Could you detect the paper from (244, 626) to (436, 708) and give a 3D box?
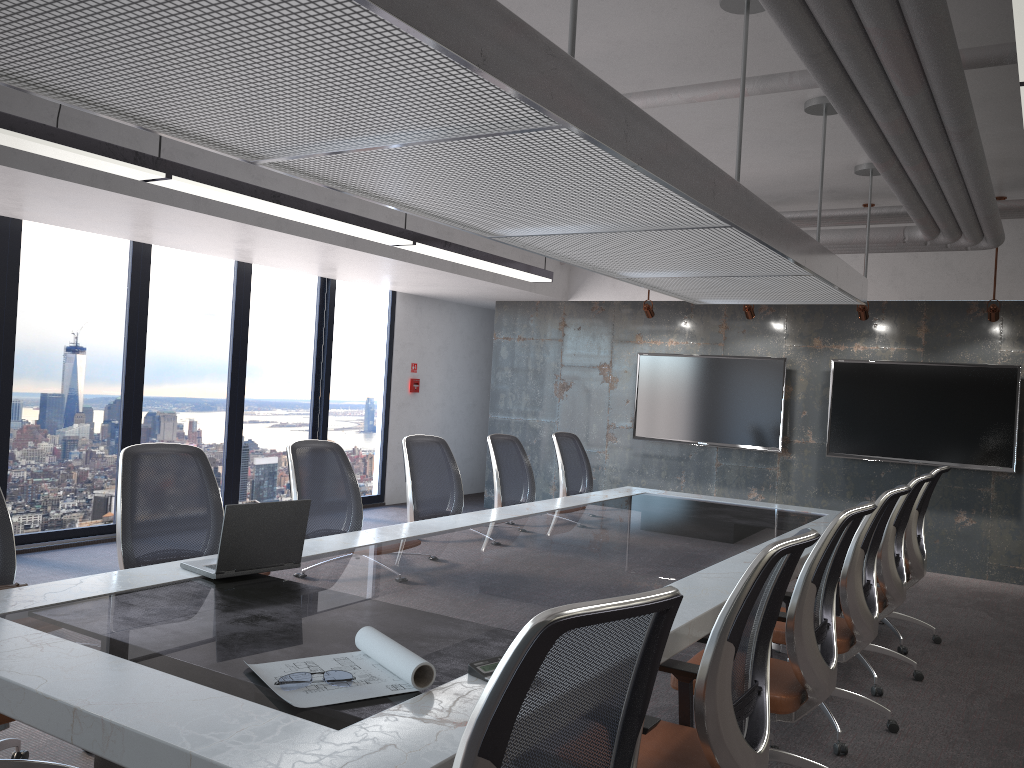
[{"bbox_3d":[-0.444,0.714,2.265,0.379,0.069,0.348,3,0,-33],"label":"paper"}]

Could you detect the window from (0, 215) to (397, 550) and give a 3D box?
[{"bbox_3d":[-3.885,-0.048,6.714,0.121,2.670,9.225,3,0,31],"label":"window"}]

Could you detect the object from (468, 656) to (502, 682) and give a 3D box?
[{"bbox_3d":[-0.019,0.757,2.329,0.126,0.026,0.161,3,0,-44],"label":"object"}]

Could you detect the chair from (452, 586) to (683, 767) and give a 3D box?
[{"bbox_3d":[-0.089,0.934,1.814,0.828,1.166,0.789,3,0,11],"label":"chair"}]

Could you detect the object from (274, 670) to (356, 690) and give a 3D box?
[{"bbox_3d":[-0.479,0.727,2.183,0.200,0.036,0.049,3,0,-22],"label":"object"}]

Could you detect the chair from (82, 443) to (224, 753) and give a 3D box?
[{"bbox_3d":[-1.342,0.865,3.788,0.828,1.166,0.789,3,0,6],"label":"chair"}]

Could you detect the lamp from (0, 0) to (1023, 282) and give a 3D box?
[{"bbox_3d":[0.418,-1.358,4.317,4.126,0.908,6.097,3,0,31],"label":"lamp"}]

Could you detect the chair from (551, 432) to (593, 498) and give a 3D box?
[{"bbox_3d":[0.683,0.987,6.994,0.828,1.166,0.789,3,0,-5],"label":"chair"}]

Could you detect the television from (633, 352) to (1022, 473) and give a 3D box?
[{"bbox_3d":[2.939,0.222,8.834,3.667,0.960,0.101,3,0,31],"label":"television"}]

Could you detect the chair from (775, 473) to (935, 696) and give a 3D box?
[{"bbox_3d":[1.919,1.055,5.025,0.828,1.166,0.789,3,0,-5],"label":"chair"}]

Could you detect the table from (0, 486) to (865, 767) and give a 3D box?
[{"bbox_3d":[0.310,1.166,4.392,1.898,0.745,5.498,3,0,31],"label":"table"}]

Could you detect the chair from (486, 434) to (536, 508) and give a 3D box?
[{"bbox_3d":[0.191,0.957,6.184,0.828,1.166,0.789,3,0,-5],"label":"chair"}]

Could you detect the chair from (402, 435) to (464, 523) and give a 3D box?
[{"bbox_3d":[-0.323,0.927,5.508,0.828,1.166,0.789,3,0,1],"label":"chair"}]

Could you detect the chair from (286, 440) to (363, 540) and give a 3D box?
[{"bbox_3d":[-0.792,0.898,4.565,0.828,1.166,0.789,3,0,-5],"label":"chair"}]

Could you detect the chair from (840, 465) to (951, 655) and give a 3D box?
[{"bbox_3d":[2.410,1.085,5.835,0.828,1.166,0.789,3,0,-5],"label":"chair"}]

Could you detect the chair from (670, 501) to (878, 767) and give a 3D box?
[{"bbox_3d":[0.936,0.996,3.406,0.828,1.166,0.789,3,0,-5],"label":"chair"}]

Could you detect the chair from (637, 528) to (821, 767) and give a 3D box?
[{"bbox_3d":[0.444,0.966,2.596,0.828,1.166,0.789,3,0,-5],"label":"chair"}]

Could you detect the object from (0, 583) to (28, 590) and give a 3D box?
[{"bbox_3d":[-1.819,0.805,2.964,0.138,0.308,0.378,3,0,42],"label":"object"}]

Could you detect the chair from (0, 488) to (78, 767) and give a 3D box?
[{"bbox_3d":[-1.775,0.839,2.945,0.828,1.166,0.789,3,0,-5],"label":"chair"}]

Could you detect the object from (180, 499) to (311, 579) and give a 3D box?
[{"bbox_3d":[-1.024,0.574,3.417,0.308,0.277,0.366,3,0,42],"label":"object"}]

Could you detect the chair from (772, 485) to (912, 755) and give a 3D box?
[{"bbox_3d":[1.427,1.025,4.215,0.828,1.166,0.789,3,0,-5],"label":"chair"}]
